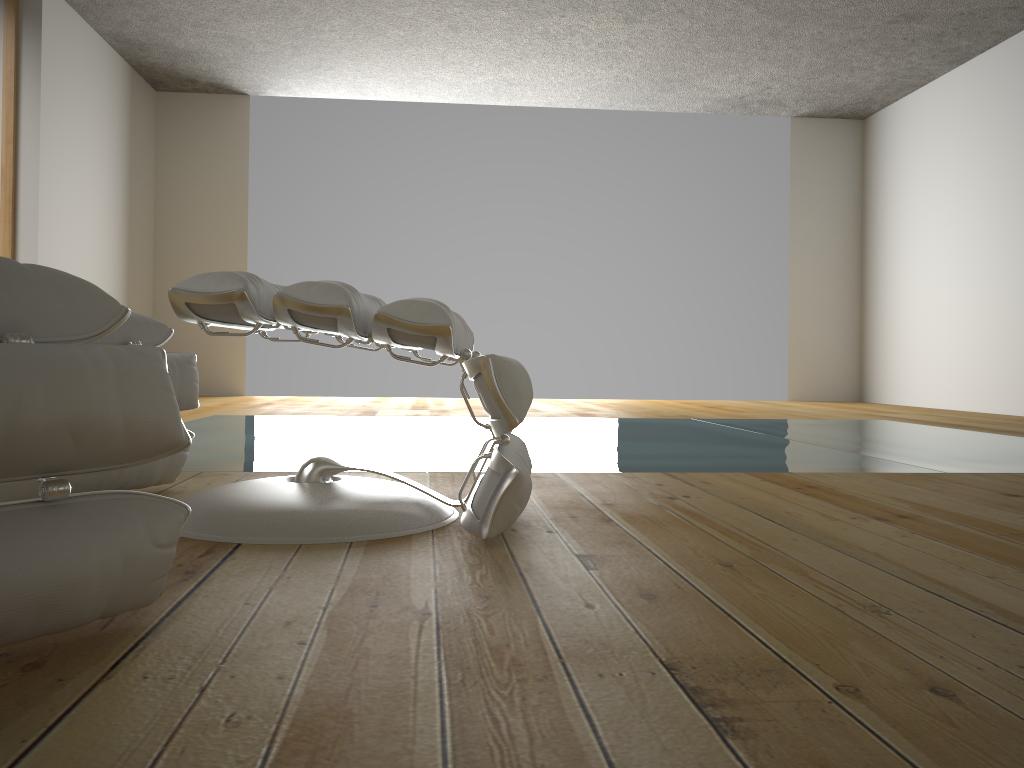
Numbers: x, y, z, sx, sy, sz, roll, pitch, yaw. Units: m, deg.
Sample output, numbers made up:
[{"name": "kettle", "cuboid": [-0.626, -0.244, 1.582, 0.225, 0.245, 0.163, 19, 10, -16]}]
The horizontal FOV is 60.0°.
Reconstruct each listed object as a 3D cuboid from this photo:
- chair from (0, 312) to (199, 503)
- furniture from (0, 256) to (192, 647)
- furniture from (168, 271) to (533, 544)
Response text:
[{"name": "chair", "cuboid": [-1.180, -0.255, 1.845, 0.914, 0.969, 0.569, 1, 0, 20]}, {"name": "furniture", "cuboid": [-0.773, 0.036, 0.896, 0.686, 0.439, 0.569, 1, 1, 30]}, {"name": "furniture", "cuboid": [-0.303, 0.025, 1.655, 0.686, 0.439, 0.569, 1, 1, 1]}]
